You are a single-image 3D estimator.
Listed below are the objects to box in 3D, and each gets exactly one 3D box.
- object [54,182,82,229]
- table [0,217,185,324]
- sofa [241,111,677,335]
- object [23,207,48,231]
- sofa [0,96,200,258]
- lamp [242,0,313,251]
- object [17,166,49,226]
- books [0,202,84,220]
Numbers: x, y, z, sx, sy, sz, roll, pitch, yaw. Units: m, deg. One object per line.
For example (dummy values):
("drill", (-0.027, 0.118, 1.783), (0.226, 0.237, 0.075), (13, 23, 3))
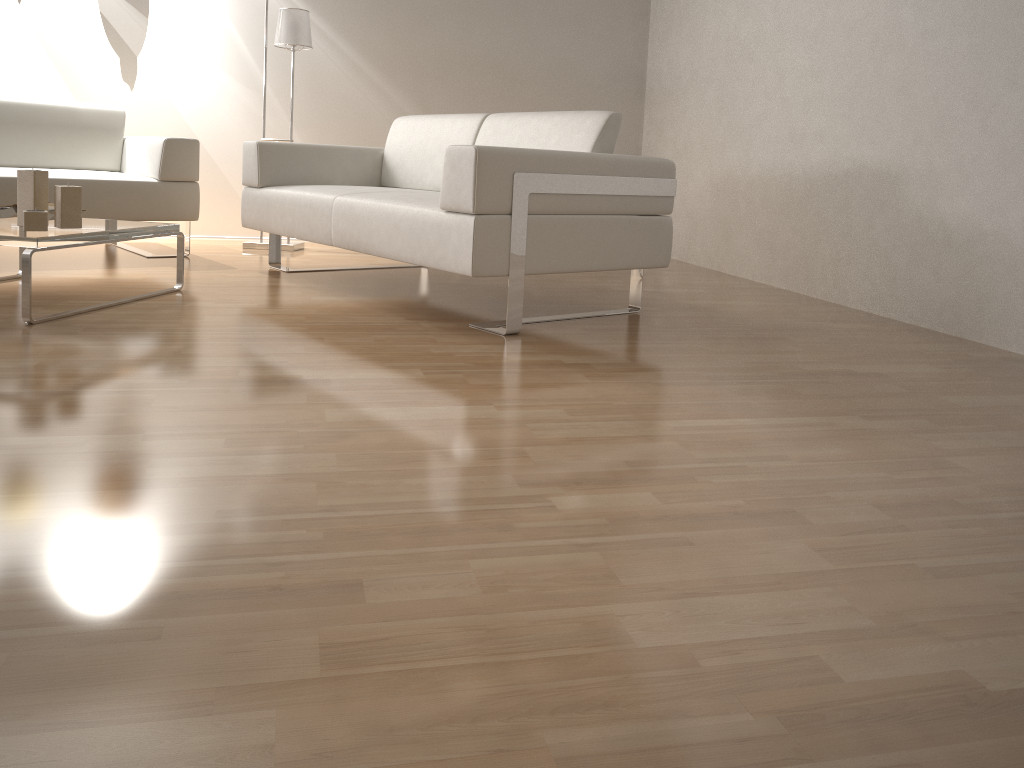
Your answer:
("object", (-1.452, -0.586, 2.864), (0.067, 0.148, 0.068), (-4, 9, -44))
("table", (-1.646, -0.417, 2.957), (0.702, 0.244, 0.813), (5, 13, 10))
("sofa", (-0.319, -0.746, 3.544), (0.911, 0.724, 1.816), (-6, 15, -38))
("object", (-1.485, -0.515, 2.730), (0.067, 0.073, 0.068), (-2, 11, -29))
("sofa", (-2.455, -0.955, 3.965), (1.793, 0.725, 0.922), (-8, 15, -39))
("lamp", (-1.282, -1.571, 4.804), (0.365, 1.641, 0.212), (3, 5, 6))
("object", (-1.569, -0.615, 2.869), (0.067, 0.193, 0.068), (4, 6, 11))
("books", (-1.738, -0.629, 3.169), (0.292, 0.055, 0.209), (3, 13, 1))
